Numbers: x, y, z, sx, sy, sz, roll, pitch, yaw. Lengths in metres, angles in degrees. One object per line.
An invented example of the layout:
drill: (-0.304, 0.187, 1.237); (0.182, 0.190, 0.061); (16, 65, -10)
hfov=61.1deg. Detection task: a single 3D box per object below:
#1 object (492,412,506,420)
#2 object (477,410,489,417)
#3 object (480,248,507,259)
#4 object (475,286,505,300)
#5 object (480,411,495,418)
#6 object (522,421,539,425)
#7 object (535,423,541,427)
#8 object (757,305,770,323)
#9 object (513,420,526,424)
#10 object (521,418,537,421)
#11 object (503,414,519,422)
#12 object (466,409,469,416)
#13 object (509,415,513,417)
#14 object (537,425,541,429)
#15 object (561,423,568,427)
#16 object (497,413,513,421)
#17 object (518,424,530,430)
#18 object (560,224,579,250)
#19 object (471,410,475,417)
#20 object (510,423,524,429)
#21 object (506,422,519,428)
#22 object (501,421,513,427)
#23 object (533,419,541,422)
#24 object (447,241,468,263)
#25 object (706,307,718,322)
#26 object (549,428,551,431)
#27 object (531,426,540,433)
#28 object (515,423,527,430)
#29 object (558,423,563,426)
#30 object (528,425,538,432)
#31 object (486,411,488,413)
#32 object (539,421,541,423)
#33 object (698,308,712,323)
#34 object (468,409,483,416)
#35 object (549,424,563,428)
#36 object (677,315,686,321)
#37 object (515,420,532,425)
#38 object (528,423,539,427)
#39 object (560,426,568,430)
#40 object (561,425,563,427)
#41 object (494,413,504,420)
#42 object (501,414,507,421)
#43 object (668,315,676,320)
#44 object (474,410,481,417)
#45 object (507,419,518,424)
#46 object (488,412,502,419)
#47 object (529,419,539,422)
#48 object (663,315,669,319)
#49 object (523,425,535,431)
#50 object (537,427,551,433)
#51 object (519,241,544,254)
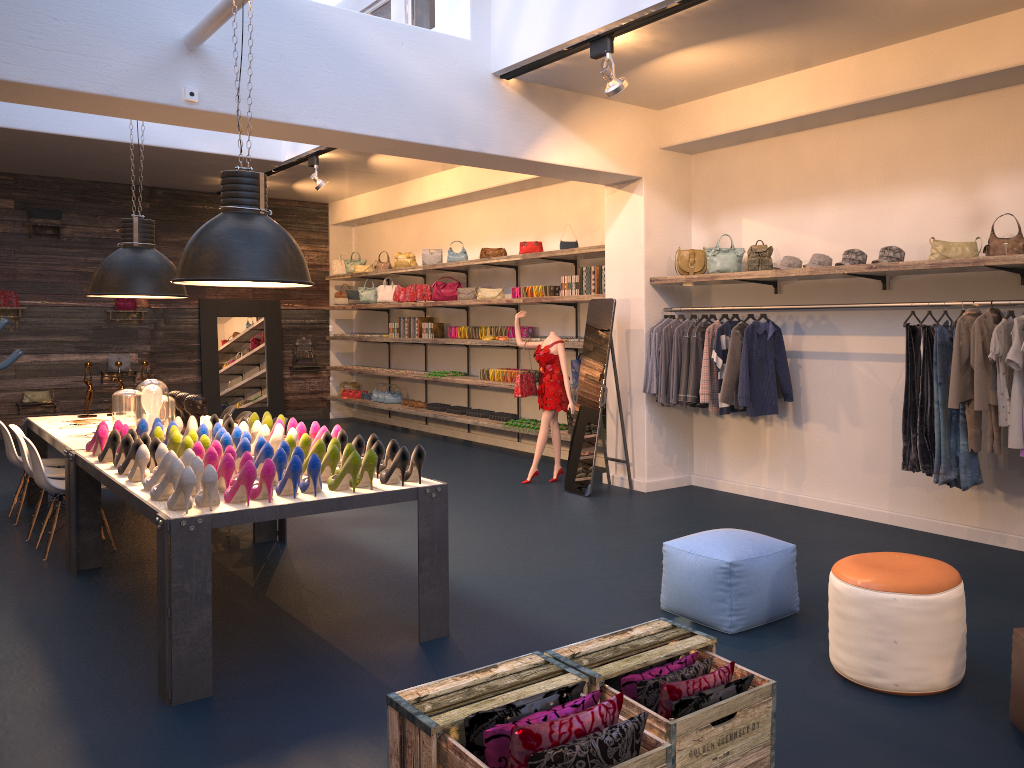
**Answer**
object: (-0.156, 0.387, 10.470); (0.198, 0.087, 0.062); (-1, 2, -23)
object: (-0.343, 0.369, 10.734); (0.188, 0.087, 0.065); (0, 1, -3)
object: (-0.193, -1.559, 10.360); (0.386, 0.141, 0.376); (-1, 4, -25)
object: (-0.274, -1.100, 10.472); (0.361, 0.175, 0.233); (0, 2, 4)
object: (-0.307, 0.373, 10.683); (0.185, 0.087, 0.066); (0, 1, 2)
object: (0.213, 0.445, 9.781); (0.255, 0.067, 0.078); (-2, 3, -31)
object: (0.353, 0.459, 9.585); (0.254, 0.068, 0.077); (-2, 3, -31)
object: (2.063, -0.536, 7.131); (0.467, 0.219, 0.009); (-2, 1, -37)
object: (0.116, 0.437, 9.918); (0.254, 0.068, 0.077); (-2, 3, -31)
object: (0.174, 0.424, 10.103); (0.240, 0.053, 0.083); (0, 3, -7)
object: (-0.007, 0.401, 10.262); (0.192, 0.087, 0.064); (0, 1, -10)
object: (-0.489, 0.355, 10.941); (0.194, 0.087, 0.063); (-1, 1, -14)
object: (-0.008, 0.374, 10.257); (0.049, 0.022, 0.011); (-1, 1, -12)
object: (0.376, 0.463, 9.503); (0.254, 0.064, 0.079); (-2, 3, -31)
object: (0.596, 0.461, 9.559); (0.078, 0.067, 0.254); (2, 4, 33)
object: (-0.081, 0.394, 10.364); (0.195, 0.087, 0.063); (-1, 1, -15)
object: (0.156, 0.479, 9.688); (0.254, 0.058, 0.076); (-3, 4, -41)
object: (0.602, -1.547, 9.166); (0.205, 0.279, 0.057); (0, 0, -8)
object: (-0.416, 0.362, 10.839); (0.190, 0.087, 0.064); (0, 1, -7)
object: (0.059, 0.470, 9.825); (0.254, 0.058, 0.076); (-3, 4, -41)
object: (0.022, 0.465, 9.902); (0.254, 0.058, 0.076); (-3, 4, -41)
object: (-0.035, 0.460, 9.968); (0.254, 0.058, 0.076); (-3, 4, -41)
object: (0.284, 0.435, 9.947); (0.079, 0.073, 0.253); (1, 4, 32)
object: (-0.691, -1.676, 11.024); (0.279, 0.282, 0.095); (0, 0, -4)
object: (1.744, -0.564, 7.552); (0.467, 0.219, 0.009); (-2, 1, -37)
object: (0.393, 0.502, 9.355); (0.254, 0.058, 0.076); (-3, 4, -41)
object: (0.296, 0.492, 9.492); (0.254, 0.058, 0.076); (-3, 4, -41)
object: (0.119, 0.474, 9.766); (0.254, 0.058, 0.076); (-3, 4, -41)
object: (0.521, 0.455, 9.614); (0.079, 0.073, 0.253); (1, 4, 32)
object: (0.259, 0.487, 9.569); (0.254, 0.058, 0.076); (-3, 4, -41)
object: (-0.308, 0.345, 10.678); (0.047, 0.022, 0.011); (0, 1, 0)
object: (0.360, 0.438, 9.893); (0.078, 0.067, 0.254); (2, 4, 33)
object: (1.692, -0.569, 7.626); (0.467, 0.219, 0.009); (-2, 1, -37)
object: (-0.454, 0.359, 10.890); (0.192, 0.087, 0.064); (0, 1, -10)
object: (0.450, 0.468, 9.448); (0.255, 0.067, 0.078); (-2, 3, -31)
object: (1.531, -0.585, 7.854); (0.467, 0.219, 0.009); (-2, 1, -37)
object: (0.139, 0.441, 9.836); (0.254, 0.064, 0.079); (-2, 3, -31)
object: (0.277, 0.455, 9.640); (0.256, 0.063, 0.077); (-2, 3, -33)
object: (0.538, 0.495, 9.467); (0.254, 0.058, 0.076); (-3, 4, -41)
object: (0.501, 0.489, 9.544); (0.254, 0.058, 0.076); (-3, 4, -41)
object: (-0.118, 0.391, 10.417); (0.195, 0.087, 0.063); (-1, 1, -16)
object: (-0.044, 0.398, 10.313); (0.194, 0.087, 0.063); (-1, 1, -14)
object: (1.464, -0.590, 7.942); (0.467, 0.219, 0.009); (-2, 1, -37)
object: (-0.379, 0.366, 10.785); (0.190, 0.087, 0.064); (0, 1, -7)
object: (0.041, 0.432, 9.972); (0.256, 0.063, 0.077); (-2, 3, -33)
object: (-0.191, 0.384, 10.520); (0.197, 0.087, 0.062); (-1, 2, -22)
object: (0.262, 0.431, 10.029); (0.076, 0.075, 0.255); (2, 4, 40)
object: (1.428, -0.593, 7.993); (0.467, 0.219, 0.009); (-2, 1, -37)
object: (0.202, 0.483, 9.634); (0.254, 0.058, 0.076); (-3, 4, -41)
object: (0.356, 0.496, 9.433); (0.254, 0.058, 0.076); (-3, 4, -41)
object: (0.215, -1.520, 9.712); (0.281, 0.149, 0.112); (0, 1, -4)
